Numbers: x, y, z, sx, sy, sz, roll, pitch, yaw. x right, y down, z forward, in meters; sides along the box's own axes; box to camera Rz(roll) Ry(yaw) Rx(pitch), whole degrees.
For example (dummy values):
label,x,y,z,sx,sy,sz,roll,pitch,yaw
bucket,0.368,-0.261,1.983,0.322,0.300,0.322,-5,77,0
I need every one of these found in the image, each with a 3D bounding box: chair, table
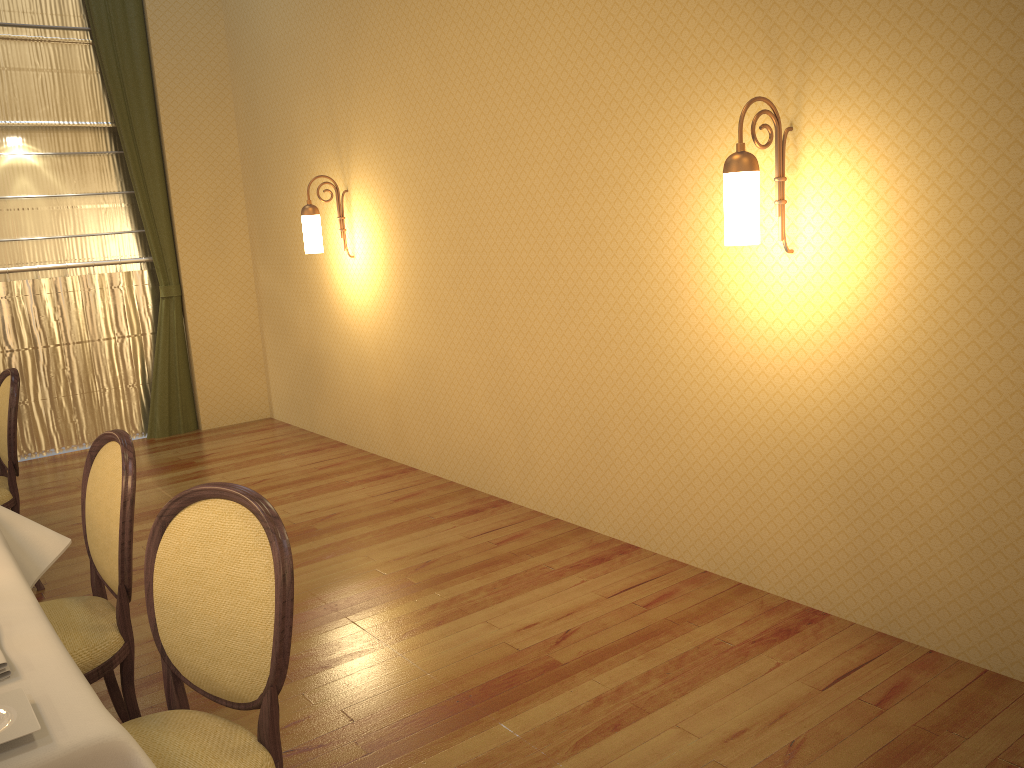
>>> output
label,x,y,z,sx,sy,sz,roll,pitch,yaw
chair,-2.360,0.446,3.800,0.571,0.955,0.530,-12,13,-36
chair,-0.697,0.728,1.703,0.530,0.955,0.571,3,13,33
chair,-1.252,0.643,2.355,0.571,0.955,0.530,-12,13,-36
table,-1.471,0.855,1.815,1.385,0.759,2.152,-12,13,-36

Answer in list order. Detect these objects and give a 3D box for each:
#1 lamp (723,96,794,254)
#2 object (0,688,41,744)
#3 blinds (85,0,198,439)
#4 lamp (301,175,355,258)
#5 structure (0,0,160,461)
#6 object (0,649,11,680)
label,x,y,z,sx,sy,sz,roll,pitch,yaw
lamp,0.803,-0.675,2.913,0.114,0.513,0.323,6,14,42
object,-0.789,0.513,1.297,0.160,0.024,0.160,-12,13,-36
blinds,-3.308,-1.720,5.941,1.876,4.537,0.129,-12,13,-36
lamp,-1.152,-1.023,5.461,0.114,0.513,0.323,6,14,42
structure,-3.386,-1.719,6.033,1.898,4.511,0.137,-12,13,-36
object,-0.979,0.475,1.552,0.142,0.033,0.273,-12,13,-36
